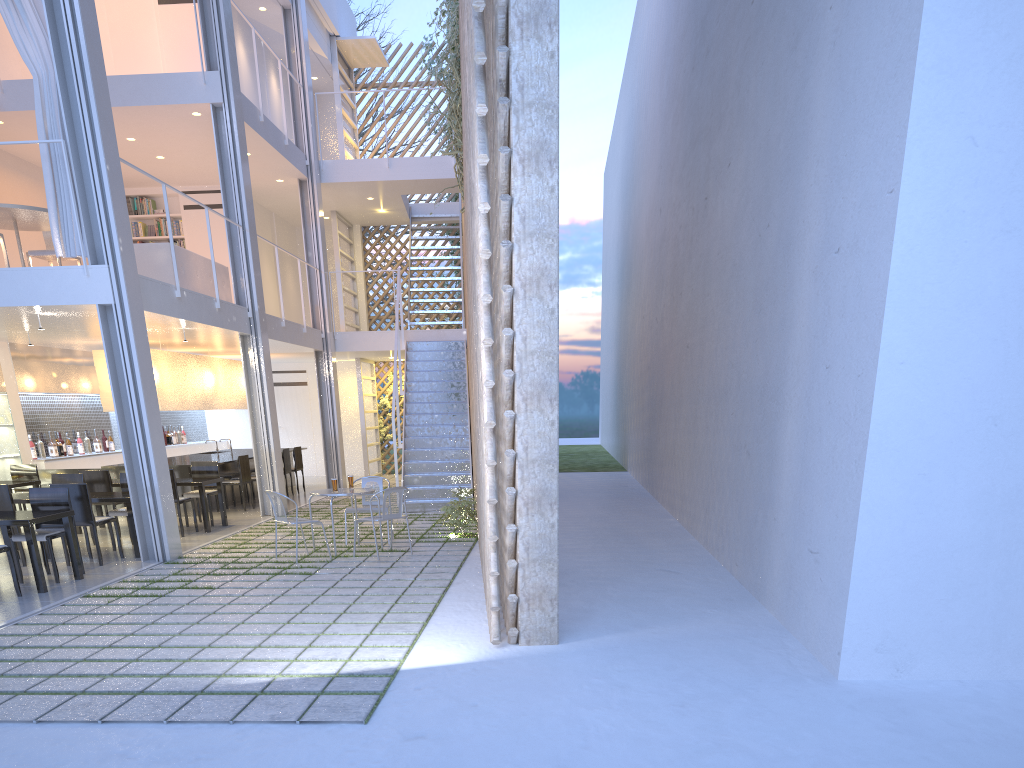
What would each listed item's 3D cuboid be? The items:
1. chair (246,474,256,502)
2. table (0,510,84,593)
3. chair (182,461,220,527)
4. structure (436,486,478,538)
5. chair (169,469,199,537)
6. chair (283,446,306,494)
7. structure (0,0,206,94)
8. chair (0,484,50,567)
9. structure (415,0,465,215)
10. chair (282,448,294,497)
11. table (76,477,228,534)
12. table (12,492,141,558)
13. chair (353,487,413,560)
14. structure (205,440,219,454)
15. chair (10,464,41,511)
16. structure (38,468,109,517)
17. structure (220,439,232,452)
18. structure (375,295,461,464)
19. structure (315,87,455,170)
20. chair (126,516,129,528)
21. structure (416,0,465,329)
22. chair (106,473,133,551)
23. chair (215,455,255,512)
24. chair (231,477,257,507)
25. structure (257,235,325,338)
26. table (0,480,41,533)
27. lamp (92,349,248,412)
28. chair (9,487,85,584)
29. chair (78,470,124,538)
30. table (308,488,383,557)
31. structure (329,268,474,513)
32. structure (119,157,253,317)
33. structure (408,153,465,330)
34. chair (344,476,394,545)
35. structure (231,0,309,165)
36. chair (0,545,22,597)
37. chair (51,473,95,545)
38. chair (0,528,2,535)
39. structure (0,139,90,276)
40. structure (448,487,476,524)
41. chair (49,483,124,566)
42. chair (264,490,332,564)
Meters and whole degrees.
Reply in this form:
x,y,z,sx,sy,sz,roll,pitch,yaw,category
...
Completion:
x,y,z,sx,sy,sz,roll,pitch,yaw,category
-2.162,0.796,7.086,0.240,0.474,0.172,-1,16,-2,chair
-2.230,0.760,3.742,0.359,0.358,0.325,-1,9,3,table
-2.134,0.759,5.665,0.192,0.473,0.216,0,15,3,chair
-0.310,0.771,4.950,0.294,0.349,0.293,-3,10,-11,structure
-2.159,0.748,5.225,0.192,0.473,0.216,0,15,3,chair
-2.103,0.811,7.720,0.240,0.474,0.172,0,16,5,chair
-2.857,-0.763,3.851,1.732,3.566,3.385,0,9,3,structure
-2.622,0.734,4.325,0.192,0.473,0.216,0,15,3,chair
-0.208,-2.218,4.621,0.743,2.934,2.171,-3,11,-5,structure
-2.125,0.803,7.403,0.240,0.474,0.172,-1,16,1,chair
-2.409,0.808,5.465,0.916,0.358,0.325,-1,9,3,table
-2.460,0.786,4.589,0.916,0.358,0.325,-1,9,3,table
-0.667,0.720,4.312,0.239,0.410,0.249,11,18,42,chair
-2.766,0.579,7.575,0.113,0.134,0.031,-1,17,3,structure
-3.442,0.787,5.753,0.192,0.473,0.216,0,15,3,chair
-3.315,0.823,6.176,0.556,0.401,0.011,-1,18,3,structure
-2.747,0.587,7.893,0.113,0.134,0.031,-1,17,3,structure
-1.089,0.035,9.363,1.145,2.157,0.262,0,18,3,structure
-1.056,-2.131,6.890,1.140,0.616,0.024,-1,18,3,structure
-2.543,0.768,5.689,0.192,0.473,0.216,0,15,3,chair
-0.544,-1.689,9.565,1.119,4.878,3.025,-1,13,1,structure
-2.187,0.736,4.741,0.192,0.473,0.216,0,15,3,chair
-2.192,0.780,6.451,0.240,0.474,0.172,0,16,5,chair
-2.170,0.788,6.768,0.240,0.474,0.172,-1,16,1,chair
-1.732,-0.725,6.450,0.028,0.589,1.596,0,1,3,structure
-3.405,0.829,5.521,0.359,0.358,0.325,-1,9,3,table
-2.735,0.002,7.043,0.448,0.450,2.165,-1,-1,3,lamp
-2.210,0.715,3.882,0.192,0.473,0.216,0,15,3,chair
-2.569,0.757,5.249,0.192,0.473,0.216,0,15,3,chair
-0.916,0.752,4.516,0.339,0.360,0.331,-7,11,-34,table
-0.955,-0.013,6.757,1.185,2.113,1.811,-2,10,-3,structure
-1.832,-0.767,4.718,0.028,0.589,1.594,0,1,3,structure
-0.761,-1.429,8.135,0.537,2.033,1.149,-2,13,-2,structure
-0.830,0.736,4.799,0.263,0.411,0.225,0,13,3,chair
-1.757,-2.143,5.986,0.028,0.589,1.596,0,1,3,structure
-2.237,0.703,3.410,0.192,0.473,0.216,0,15,3,chair
-2.597,0.745,4.765,0.192,0.473,0.216,0,15,3,chair
-3.469,0.776,5.281,0.192,0.473,0.216,0,15,3,chair
-2.704,-0.166,3.350,1.367,1.932,1.323,0,12,3,structure
-0.294,0.822,5.570,0.266,0.281,0.243,1,10,11,structure
-2.213,0.726,4.302,0.192,0.473,0.216,0,15,3,chair
-1.123,0.728,4.261,0.238,0.410,0.250,-13,17,-41,chair
